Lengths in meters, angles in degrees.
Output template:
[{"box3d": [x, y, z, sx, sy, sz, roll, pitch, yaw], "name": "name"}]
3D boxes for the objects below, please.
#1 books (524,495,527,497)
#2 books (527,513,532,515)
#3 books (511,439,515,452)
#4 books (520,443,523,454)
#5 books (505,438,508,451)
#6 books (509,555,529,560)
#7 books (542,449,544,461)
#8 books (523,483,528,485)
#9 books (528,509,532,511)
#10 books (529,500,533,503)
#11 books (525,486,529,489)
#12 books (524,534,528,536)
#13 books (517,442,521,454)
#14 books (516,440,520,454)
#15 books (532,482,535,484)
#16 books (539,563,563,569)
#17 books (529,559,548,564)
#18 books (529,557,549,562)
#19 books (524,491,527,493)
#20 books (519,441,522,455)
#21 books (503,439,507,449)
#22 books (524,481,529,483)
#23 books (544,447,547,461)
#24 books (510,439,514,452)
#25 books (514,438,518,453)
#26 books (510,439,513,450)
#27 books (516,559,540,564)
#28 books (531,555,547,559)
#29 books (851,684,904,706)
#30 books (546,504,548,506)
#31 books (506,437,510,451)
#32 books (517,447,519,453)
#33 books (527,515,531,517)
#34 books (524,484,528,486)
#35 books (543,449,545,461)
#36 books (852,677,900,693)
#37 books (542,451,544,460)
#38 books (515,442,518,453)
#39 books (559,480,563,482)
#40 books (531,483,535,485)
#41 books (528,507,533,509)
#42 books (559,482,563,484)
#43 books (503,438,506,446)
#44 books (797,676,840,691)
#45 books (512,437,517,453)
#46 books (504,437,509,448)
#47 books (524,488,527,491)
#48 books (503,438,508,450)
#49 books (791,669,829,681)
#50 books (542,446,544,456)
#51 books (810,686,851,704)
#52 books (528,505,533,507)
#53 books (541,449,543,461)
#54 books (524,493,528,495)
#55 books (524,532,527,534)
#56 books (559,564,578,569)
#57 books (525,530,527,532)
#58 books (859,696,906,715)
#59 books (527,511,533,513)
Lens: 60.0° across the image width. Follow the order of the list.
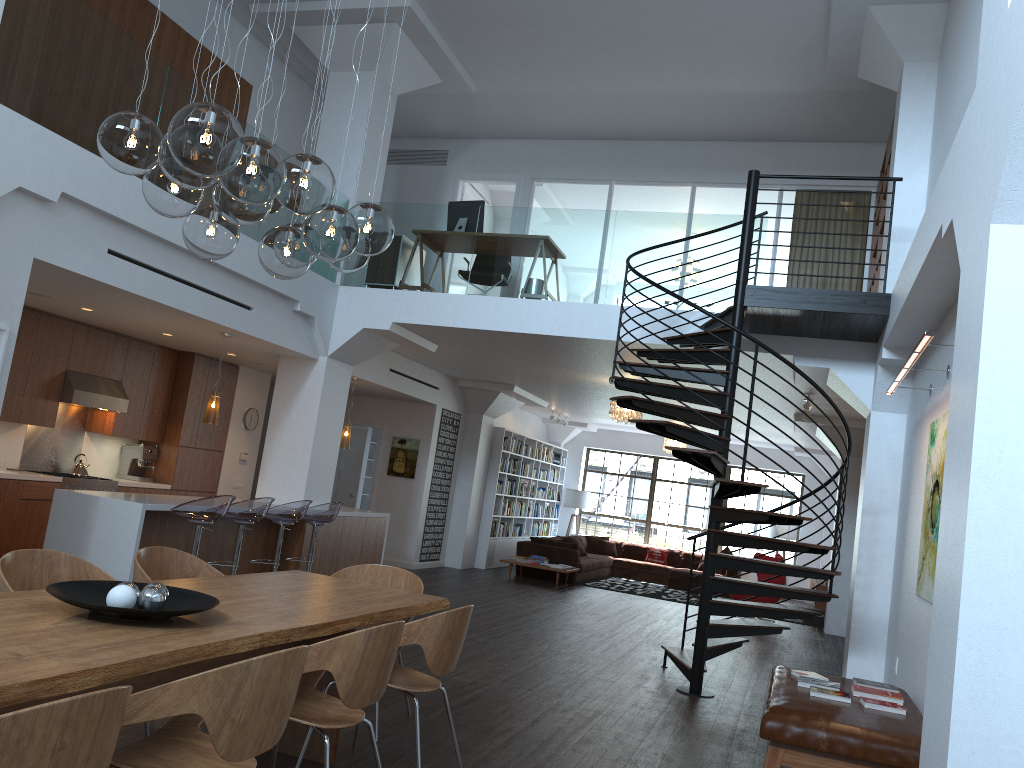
[{"box3d": [0.175, 2.122, 16.902, 0.171, 0.039, 0.246, 6, -7, 18], "name": "books"}, {"box3d": [0.242, 2.522, 17.294, 0.251, 0.037, 0.160, 5, -7, 23], "name": "books"}, {"box3d": [-0.055, 1.101, 15.861, 0.174, 0.242, 0.105, 6, -7, 18], "name": "books"}, {"box3d": [0.091, 1.184, 16.346, 0.167, 0.233, 0.077, 6, -7, 18], "name": "books"}, {"box3d": [-0.164, 1.052, 15.511, 0.161, 0.222, 0.084, 6, -7, 18], "name": "books"}, {"box3d": [0.121, 2.869, 14.609, 0.241, 0.045, 0.334, 6, -7, 20], "name": "books"}, {"box3d": [0.549, 1.417, 17.790, 0.159, 0.241, 0.038, 6, -7, 18], "name": "books"}, {"box3d": [0.192, 1.899, 16.969, 0.223, 0.027, 0.161, 7, -7, 8], "name": "books"}, {"box3d": [0.266, 2.445, 17.311, 0.231, 0.044, 0.168, 7, -7, 14], "name": "books"}, {"box3d": [0.297, 2.286, 17.311, 0.185, 0.041, 0.129, 4, -8, 33], "name": "books"}, {"box3d": [0.194, 1.960, 16.926, 0.183, 0.042, 0.253, 6, -7, 18], "name": "books"}, {"box3d": [0.144, 2.913, 17.227, 0.284, 0.035, 0.197, 6, -7, 18], "name": "books"}, {"box3d": [0.050, 1.154, 16.181, 0.174, 0.243, 0.085, 6, -7, 18], "name": "books"}, {"box3d": [0.028, 1.137, 16.099, 0.182, 0.253, 0.098, 6, -7, 18], "name": "books"}, {"box3d": [0.321, 1.908, 17.272, 0.224, 0.030, 0.161, 4, -8, 28], "name": "books"}, {"box3d": [0.627, 2.881, 14.071, 0.231, 0.040, 0.342, 12, -8, -31], "name": "books"}, {"box3d": [0.438, 2.913, 14.564, 0.312, 0.037, 0.216, 7, -7, 9], "name": "books"}, {"box3d": [0.440, 2.878, 14.573, 0.279, 0.035, 0.191, 4, -8, 28], "name": "books"}, {"box3d": [0.158, 2.041, 16.914, 0.180, 0.042, 0.259, 6, -7, 18], "name": "books"}, {"box3d": [0.080, 1.164, 16.279, 0.182, 0.255, 0.077, 6, -7, 18], "name": "books"}, {"box3d": [-0.205, 1.043, 15.420, 0.167, 0.210, 0.162, 6, -7, 18], "name": "books"}, {"box3d": [0.213, 1.874, 16.957, 0.144, 0.024, 0.208, 5, -7, 23], "name": "books"}, {"box3d": [0.592, 1.413, 17.914, 0.176, 0.290, 0.053, 6, -7, 18], "name": "books"}, {"box3d": [-0.074, 1.089, 15.813, 0.170, 0.251, 0.118, 6, -7, 18], "name": "books"}, {"box3d": [-0.016, 1.101, 16.009, 0.197, 0.290, 0.136, 6, -7, 18], "name": "books"}, {"box3d": [-0.089, 1.084, 15.772, 0.159, 0.248, 0.089, 6, -7, 18], "name": "books"}, {"box3d": [0.251, 2.845, 14.208, 0.236, 0.035, 0.340, 2, -9, 43], "name": "books"}, {"box3d": [0.448, 2.847, 14.573, 0.224, 0.027, 0.157, 5, -7, 23], "name": "books"}, {"box3d": [2.219, 1.888, 5.390, 0.283, 0.043, 0.197, 6, -7, 18], "name": "books"}, {"box3d": [0.629, 2.490, 18.365, 0.223, 0.031, 0.161, 6, -7, 18], "name": "books"}, {"box3d": [-0.146, 1.048, 15.584, 0.170, 0.251, 0.118, 6, -7, 18], "name": "books"}, {"box3d": [0.032, 1.142, 16.147, 0.182, 0.255, 0.077, 6, -7, 18], "name": "books"}, {"box3d": [0.238, 2.558, 17.287, 0.246, 0.038, 0.171, 6, -7, 18], "name": "books"}, {"box3d": [0.195, 1.925, 16.939, 0.161, 0.033, 0.223, 6, -7, 18], "name": "books"}, {"box3d": [0.566, 1.422, 17.833, 0.171, 0.246, 0.057, 6, -7, 18], "name": "books"}, {"box3d": [2.332, 1.941, 5.685, 0.254, 0.044, 0.183, 7, -7, 13], "name": "books"}, {"box3d": [0.548, 1.429, 17.742, 0.144, 0.207, 0.048, 6, -7, 18], "name": "books"}, {"box3d": [0.016, 1.133, 16.069, 0.159, 0.248, 0.089, 6, -7, 18], "name": "books"}, {"box3d": [0.930, 2.086, 19.200, 0.284, 0.033, 0.197, 4, -8, 33], "name": "books"}, {"box3d": [0.315, 1.936, 17.261, 0.223, 0.031, 0.161, 6, -7, 18], "name": "books"}, {"box3d": [0.265, 2.403, 17.309, 0.253, 0.040, 0.183, 6, -7, 18], "name": "books"}, {"box3d": [0.925, 2.120, 19.196, 0.197, 0.035, 0.284, 14, -9, -41], "name": "books"}, {"box3d": [-0.224, 1.027, 15.332, 0.182, 0.215, 0.188, 6, -7, 18], "name": "books"}, {"box3d": [1.888, 1.851, 5.459, 0.247, 0.040, 0.185, 5, -7, 22], "name": "books"}, {"box3d": [-0.031, 1.090, 15.949, 0.176, 0.293, 0.125, 6, -7, 18], "name": "books"}, {"box3d": [-0.161, 1.043, 15.544, 0.159, 0.248, 0.089, 6, -7, 18], "name": "books"}, {"box3d": [0.182, 2.001, 16.928, 0.168, 0.045, 0.231, 7, -7, 14], "name": "books"}, {"box3d": [-0.177, 1.049, 15.479, 0.161, 0.218, 0.101, 6, -7, 18], "name": "books"}, {"box3d": [1.936, 1.902, 5.775, 0.161, 0.031, 0.223, 9, -7, -4], "name": "books"}, {"box3d": [0.547, 1.378, 17.702, 0.140, 0.298, 0.044, 6, -7, 18], "name": "books"}, {"box3d": [1.863, 1.817, 5.191, 0.224, 0.032, 0.161, 6, -7, 18], "name": "books"}, {"box3d": [0.278, 2.370, 17.318, 0.223, 0.032, 0.161, 6, -7, 18], "name": "books"}, {"box3d": [0.511, 1.393, 17.657, 0.189, 0.247, 0.057, 6, -7, 19], "name": "books"}, {"box3d": [0.177, 2.083, 16.905, 0.160, 0.039, 0.251, 5, -7, 23], "name": "books"}, {"box3d": [0.149, 2.880, 17.231, 0.284, 0.033, 0.197, 8, -7, 4], "name": "books"}, {"box3d": [0.877, 2.950, 14.346, 0.256, 0.035, 0.350, 2, -9, 44], "name": "books"}, {"box3d": [0.150, 2.847, 17.239, 0.254, 0.032, 0.174, 5, -7, 23], "name": "books"}, {"box3d": [2.121, 1.841, 5.077, 0.224, 0.036, 0.161, 7, -7, 13], "name": "books"}, {"box3d": [0.251, 2.487, 17.323, 0.259, 0.040, 0.180, 6, -7, 18], "name": "books"}]
